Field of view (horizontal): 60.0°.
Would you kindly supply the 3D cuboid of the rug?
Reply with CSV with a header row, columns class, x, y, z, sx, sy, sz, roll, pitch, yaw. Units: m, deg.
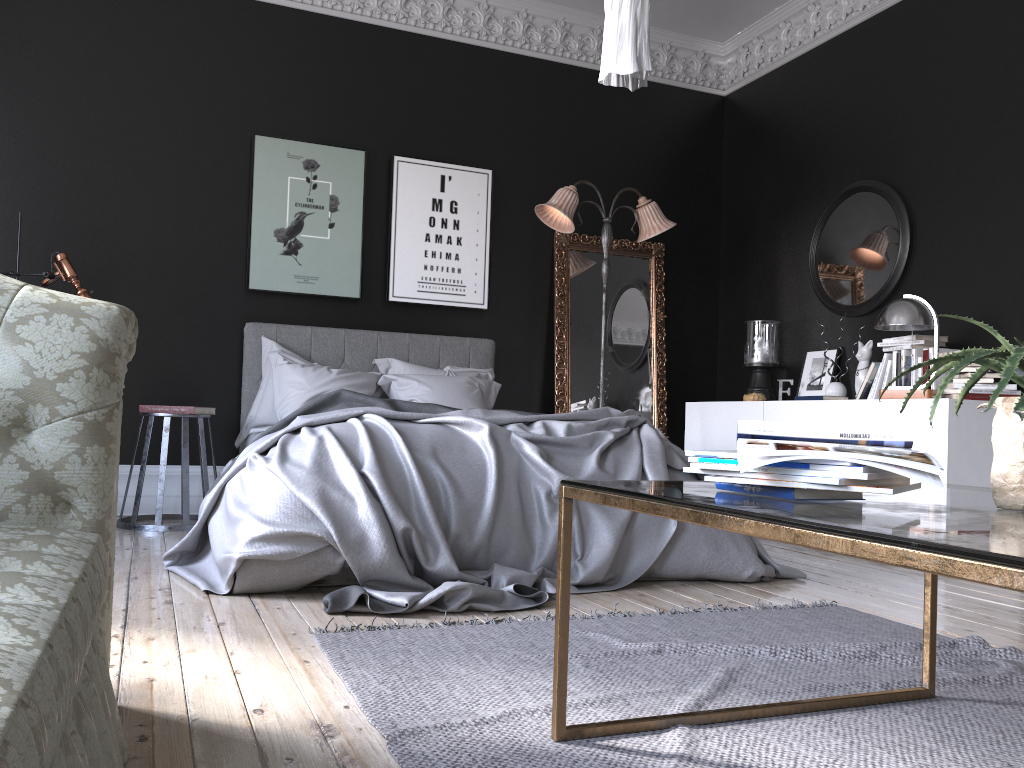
class,x,y,z,sx,sy,sz,roll,pitch,yaw
rug,0.987,0.768,1.554,2.106,0.050,3.646,3,-3,-22

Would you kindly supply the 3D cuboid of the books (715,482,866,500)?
class,x,y,z,sx,sy,sz,roll,pitch,yaw
books,0.519,0.197,1.674,0.162,0.023,0.231,3,-3,-22

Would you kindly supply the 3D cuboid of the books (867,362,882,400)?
class,x,y,z,sx,sy,sz,roll,pitch,yaw
books,2.308,-0.005,5.465,0.195,0.244,0.132,3,-2,-22

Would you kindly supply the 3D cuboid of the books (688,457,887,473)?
class,x,y,z,sx,sy,sz,roll,pitch,yaw
books,0.533,0.148,1.658,0.318,0.011,0.253,0,-3,39

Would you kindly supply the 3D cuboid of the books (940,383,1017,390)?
class,x,y,z,sx,sy,sz,roll,pitch,yaw
books,2.541,0.018,4.848,0.318,0.031,0.229,2,-2,8

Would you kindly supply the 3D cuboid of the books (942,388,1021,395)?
class,x,y,z,sx,sy,sz,roll,pitch,yaw
books,2.543,0.046,4.819,0.319,0.025,0.228,2,-3,-12

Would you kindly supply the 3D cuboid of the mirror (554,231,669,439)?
class,x,y,z,sx,sy,sz,roll,pitch,yaw
mirror,0.790,-0.084,6.973,0.991,2.191,0.254,3,-1,-22

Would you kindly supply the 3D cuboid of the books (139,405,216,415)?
class,x,y,z,sx,sy,sz,roll,pitch,yaw
books,-2.010,0.156,5.343,0.346,0.045,0.275,2,-2,8

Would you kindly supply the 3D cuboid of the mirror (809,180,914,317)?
class,x,y,z,sx,sy,sz,roll,pitch,yaw
mirror,2.340,-0.918,6.033,0.061,0.924,0.924,2,-2,-22

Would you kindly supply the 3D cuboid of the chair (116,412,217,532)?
class,x,y,z,sx,sy,sz,roll,pitch,yaw
chair,-2.033,0.514,5.331,0.613,0.672,0.614,1,-2,22

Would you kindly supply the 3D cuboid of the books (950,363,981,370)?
class,x,y,z,sx,sy,sz,roll,pitch,yaw
books,2.560,-0.101,4.849,0.220,0.030,0.306,2,-2,8

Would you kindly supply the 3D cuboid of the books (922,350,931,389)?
class,x,y,z,sx,sy,sz,roll,pitch,yaw
books,2.462,-0.041,5.096,0.235,0.295,0.038,3,-2,-22

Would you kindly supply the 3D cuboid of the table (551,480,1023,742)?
class,x,y,z,sx,sy,sz,roll,pitch,yaw
table,0.874,0.493,1.460,1.093,0.558,1.449,3,-2,-22

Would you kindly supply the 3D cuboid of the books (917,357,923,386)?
class,x,y,z,sx,sy,sz,roll,pitch,yaw
books,2.436,-0.022,5.154,0.195,0.258,0.026,3,-2,-22

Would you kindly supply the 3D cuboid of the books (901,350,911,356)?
class,x,y,z,sx,sy,sz,roll,pitch,yaw
books,2.395,-0.043,5.253,0.220,0.307,0.024,3,-1,-22

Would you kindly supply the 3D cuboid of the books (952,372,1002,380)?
class,x,y,z,sx,sy,sz,roll,pitch,yaw
books,2.555,-0.040,4.864,0.193,0.030,0.290,2,-2,9

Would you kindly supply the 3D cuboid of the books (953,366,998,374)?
class,x,y,z,sx,sy,sz,roll,pitch,yaw
books,2.552,-0.071,4.850,0.193,0.030,0.290,0,-3,42

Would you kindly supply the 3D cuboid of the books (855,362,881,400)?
class,x,y,z,sx,sy,sz,roll,pitch,yaw
books,2.264,-0.007,5.492,0.203,0.246,0.158,3,-2,-22

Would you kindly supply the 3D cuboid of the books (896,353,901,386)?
class,x,y,z,sx,sy,sz,roll,pitch,yaw
books,2.362,-0.035,5.269,0.193,0.289,0.030,3,-1,-23

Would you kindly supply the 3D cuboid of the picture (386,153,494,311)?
class,x,y,z,sx,sy,sz,roll,pitch,yaw
picture,-0.519,-1.106,6.531,0.792,1.078,0.014,3,-1,-22

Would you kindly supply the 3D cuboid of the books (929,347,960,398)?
class,x,y,z,sx,sy,sz,roll,pitch,yaw
books,2.476,-0.048,5.055,0.220,0.308,0.050,3,-2,-22

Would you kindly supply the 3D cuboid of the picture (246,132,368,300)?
class,x,y,z,sx,sy,sz,roll,pitch,yaw
picture,-1.416,-1.152,6.162,0.792,1.078,0.014,3,-1,-22

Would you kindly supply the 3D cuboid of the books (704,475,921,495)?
class,x,y,z,sx,sy,sz,roll,pitch,yaw
books,0.550,0.179,1.615,0.318,0.011,0.253,0,-3,34

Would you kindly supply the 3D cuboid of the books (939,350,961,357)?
class,x,y,z,sx,sy,sz,roll,pitch,yaw
books,2.540,-0.154,4.852,0.306,0.030,0.221,2,-2,-2

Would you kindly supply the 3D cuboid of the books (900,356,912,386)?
class,x,y,z,sx,sy,sz,roll,pitch,yaw
books,2.368,-0.025,5.214,0.204,0.270,0.029,3,-2,-22

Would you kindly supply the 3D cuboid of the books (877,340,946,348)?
class,x,y,z,sx,sy,sz,roll,pitch,yaw
books,2.386,-0.235,5.296,0.220,0.024,0.307,3,-3,-32

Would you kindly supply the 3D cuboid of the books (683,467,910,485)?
class,x,y,z,sx,sy,sz,roll,pitch,yaw
books,0.525,0.169,1.652,0.253,0.011,0.318,4,-3,-41

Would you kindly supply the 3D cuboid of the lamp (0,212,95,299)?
class,x,y,z,sx,sy,sz,roll,pitch,yaw
lamp,-3.052,-0.091,5.084,1.718,1.778,0.437,1,-1,16

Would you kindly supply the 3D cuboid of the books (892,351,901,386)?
class,x,y,z,sx,sy,sz,roll,pitch,yaw
books,2.387,-0.039,5.346,0.221,0.306,0.030,3,-1,-22

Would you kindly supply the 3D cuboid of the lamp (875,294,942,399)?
class,x,y,z,sx,sy,sz,roll,pitch,yaw
lamp,2.205,-0.205,4.949,0.329,0.590,0.340,3,-2,-42

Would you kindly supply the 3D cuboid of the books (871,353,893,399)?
class,x,y,z,sx,sy,sz,roll,pitch,yaw
books,2.326,-0.033,5.421,0.220,0.296,0.126,3,-2,-22

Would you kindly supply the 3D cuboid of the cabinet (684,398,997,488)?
class,x,y,z,sx,sy,sz,roll,pitch,yaw
cabinet,2.028,0.560,5.745,0.570,0.882,2.397,3,-2,-22

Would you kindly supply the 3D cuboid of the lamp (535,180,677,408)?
class,x,y,z,sx,sy,sz,roll,pitch,yaw
lamp,0.652,-0.231,6.341,0.986,2.410,0.773,2,-1,10

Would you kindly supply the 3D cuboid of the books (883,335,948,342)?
class,x,y,z,sx,sy,sz,roll,pitch,yaw
books,2.411,-0.261,5.309,0.220,0.030,0.306,2,-3,-12

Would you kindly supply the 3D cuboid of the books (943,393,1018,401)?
class,x,y,z,sx,sy,sz,roll,pitch,yaw
books,2.536,0.077,4.809,0.295,0.038,0.235,2,-2,5

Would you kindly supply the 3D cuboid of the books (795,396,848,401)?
class,x,y,z,sx,sy,sz,roll,pitch,yaw
books,1.939,0.093,5.556,0.193,0.030,0.289,3,-3,-17

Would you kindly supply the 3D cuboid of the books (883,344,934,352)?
class,x,y,z,sx,sy,sz,roll,pitch,yaw
books,2.384,-0.209,5.302,0.195,0.026,0.259,2,-3,-12

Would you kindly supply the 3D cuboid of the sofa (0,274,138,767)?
class,x,y,z,sx,sy,sz,roll,pitch,yaw
sofa,-1.187,0.124,0.743,1.606,1.160,2.814,3,-2,-21

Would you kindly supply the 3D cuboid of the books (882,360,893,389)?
class,x,y,z,sx,sy,sz,roll,pitch,yaw
books,2.339,-0.014,5.391,0.195,0.256,0.091,3,-2,-22

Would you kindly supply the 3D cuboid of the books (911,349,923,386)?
class,x,y,z,sx,sy,sz,roll,pitch,yaw
books,2.425,-0.045,5.180,0.220,0.307,0.024,3,-1,-22

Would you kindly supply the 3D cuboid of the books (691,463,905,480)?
class,x,y,z,sx,sy,sz,roll,pitch,yaw
books,0.534,0.158,1.638,0.318,0.011,0.253,0,-3,39

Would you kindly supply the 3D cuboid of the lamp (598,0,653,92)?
class,x,y,z,sx,sy,sz,roll,pitch,yaw
lamp,0.422,-2.042,3.040,0.782,2.048,0.784,1,-2,21

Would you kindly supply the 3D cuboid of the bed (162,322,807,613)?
class,x,y,z,sx,sy,sz,roll,pitch,yaw
bed,-0.500,0.228,4.844,2.767,1.297,3.284,3,-3,-34

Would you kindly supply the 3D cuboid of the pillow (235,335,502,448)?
class,x,y,z,sx,sy,sz,roll,pitch,yaw
pillow,-0.863,0.075,5.899,1.831,0.759,0.680,3,-2,-23

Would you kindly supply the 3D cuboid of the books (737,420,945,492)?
class,x,y,z,sx,sy,sz,roll,pitch,yaw
books,0.571,0.123,1.596,0.322,0.109,0.273,1,-2,13

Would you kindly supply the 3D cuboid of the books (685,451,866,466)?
class,x,y,z,sx,sy,sz,roll,pitch,yaw
books,0.532,0.138,1.666,0.318,0.011,0.253,0,-3,44

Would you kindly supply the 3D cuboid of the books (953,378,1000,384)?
class,x,y,z,sx,sy,sz,roll,pitch,yaw
books,2.550,-0.011,4.855,0.203,0.029,0.269,0,-3,38
